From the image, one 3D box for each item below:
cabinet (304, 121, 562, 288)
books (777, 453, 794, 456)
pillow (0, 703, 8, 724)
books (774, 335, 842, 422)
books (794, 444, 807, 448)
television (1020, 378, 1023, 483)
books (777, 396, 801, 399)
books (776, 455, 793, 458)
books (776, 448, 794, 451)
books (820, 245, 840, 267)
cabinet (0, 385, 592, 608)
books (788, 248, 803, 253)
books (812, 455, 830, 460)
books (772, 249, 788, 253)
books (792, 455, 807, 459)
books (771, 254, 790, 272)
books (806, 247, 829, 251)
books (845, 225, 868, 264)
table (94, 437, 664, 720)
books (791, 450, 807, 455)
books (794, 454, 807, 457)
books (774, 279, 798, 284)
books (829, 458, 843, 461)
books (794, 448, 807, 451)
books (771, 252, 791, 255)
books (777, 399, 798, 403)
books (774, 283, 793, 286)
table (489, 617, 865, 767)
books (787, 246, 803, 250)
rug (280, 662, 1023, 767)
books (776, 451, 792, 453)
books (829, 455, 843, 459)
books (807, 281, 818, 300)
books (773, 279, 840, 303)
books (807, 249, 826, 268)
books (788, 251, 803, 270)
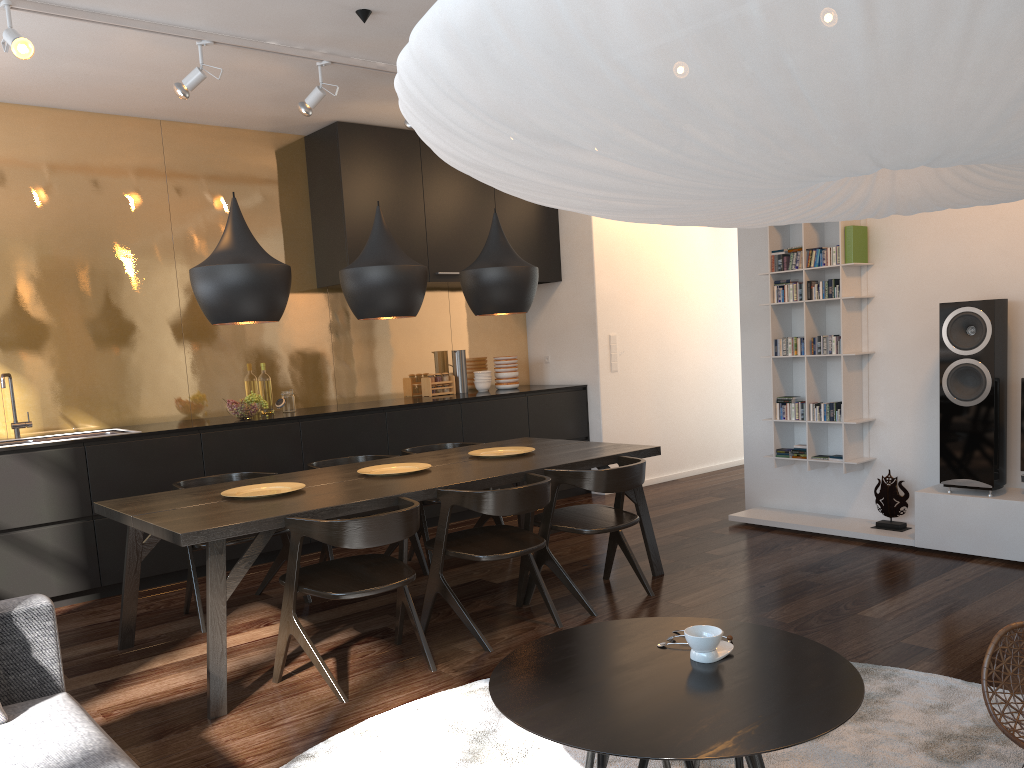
[{"bbox_3d":[-0.519,-1.285,6.693,1.946,1.058,0.530,-6,7,-39],"label":"cabinet"},{"bbox_3d":[1.728,0.437,5.575,0.069,0.014,0.092,-6,4,-40],"label":"books"},{"bbox_3d":[-1.484,0.634,2.032,0.491,0.418,0.286,-7,7,-40],"label":"pillow"},{"bbox_3d":[1.835,-0.035,5.401,0.122,0.515,0.468,-9,7,-39],"label":"books"},{"bbox_3d":[1.805,0.386,5.475,0.069,0.014,0.092,-6,4,-40],"label":"books"},{"bbox_3d":[2.867,0.267,4.185,0.344,0.605,0.785,-6,5,-21],"label":"television"},{"bbox_3d":[1.738,0.087,5.549,0.092,0.012,0.111,-6,4,-40],"label":"books"},{"bbox_3d":[1.728,0.452,5.576,0.074,0.015,0.098,-6,4,-40],"label":"books"},{"bbox_3d":[1.729,0.414,5.570,0.068,0.009,0.107,-6,4,-40],"label":"books"},{"bbox_3d":[1.894,-0.750,5.184,0.122,0.113,0.136,-7,6,-39],"label":"books"},{"bbox_3d":[-1.536,0.650,5.864,5.039,0.907,0.731,-6,6,-39],"label":"cabinet"},{"bbox_3d":[1.731,-0.806,5.335,0.068,0.018,0.107,-6,4,-40],"label":"books"},{"bbox_3d":[1.909,0.449,5.413,0.092,0.012,0.111,-6,4,-40],"label":"books"},{"bbox_3d":[1.655,-0.815,5.434,0.069,0.014,0.093,-5,3,-34],"label":"books"},{"bbox_3d":[1.805,0.453,5.489,0.068,0.016,0.107,-6,4,-40],"label":"books"},{"bbox_3d":[1.666,-0.744,5.448,0.095,0.105,0.101,-8,6,-39],"label":"books"},{"bbox_3d":[1.812,-0.802,5.247,0.068,0.008,0.107,-6,4,-40],"label":"books"},{"bbox_3d":[1.997,-0.805,5.129,0.165,0.215,0.049,-8,8,-39],"label":"books"},{"bbox_3d":[-0.508,0.761,4.286,2.488,0.684,1.104,-6,5,-39],"label":"table"},{"bbox_3d":[1.799,0.419,5.482,0.068,0.023,0.107,-6,4,-40],"label":"books"},{"bbox_3d":[1.807,0.437,5.480,0.069,0.014,0.092,-6,4,-40],"label":"books"},{"bbox_3d":[1.698,-0.631,5.470,0.095,0.022,0.111,-6,4,-39],"label":"books"},{"bbox_3d":[1.966,0.451,5.311,0.069,0.014,0.092,-6,4,-40],"label":"books"},{"bbox_3d":[1.805,0.400,5.476,0.069,0.014,0.092,-6,4,-40],"label":"books"},{"bbox_3d":[1.656,-0.802,5.440,0.069,0.014,0.092,-6,4,-40],"label":"books"},{"bbox_3d":[1.725,0.106,5.542,0.068,0.023,0.107,-6,4,-40],"label":"books"},{"bbox_3d":[1.697,-0.615,5.468,0.092,0.012,0.111,-6,4,-40],"label":"books"},{"bbox_3d":[0.383,0.913,2.095,0.843,0.476,0.845,-6,5,-37],"label":"table"},{"bbox_3d":[1.737,-0.821,5.338,0.092,0.015,0.111,-6,4,-40],"label":"books"},{"bbox_3d":[0.554,1.136,2.084,2.838,0.012,2.818,-2,3,30],"label":"rug"},{"bbox_3d":[1.726,0.424,5.574,0.069,0.015,0.092,-6,4,-40],"label":"books"},{"bbox_3d":[1.965,0.438,5.305,0.069,0.014,0.093,-5,3,-34],"label":"books"},{"bbox_3d":[1.806,-0.561,5.312,0.074,0.116,0.028,-8,8,-39],"label":"books"},{"bbox_3d":[1.807,-0.561,5.339,0.122,0.114,0.467,-7,5,-40],"label":"books"},{"bbox_3d":[1.816,-0.746,5.263,0.095,0.108,0.087,-8,7,-39],"label":"books"},{"bbox_3d":[1.744,-0.746,5.354,0.095,0.108,0.114,-8,6,-39],"label":"books"}]
